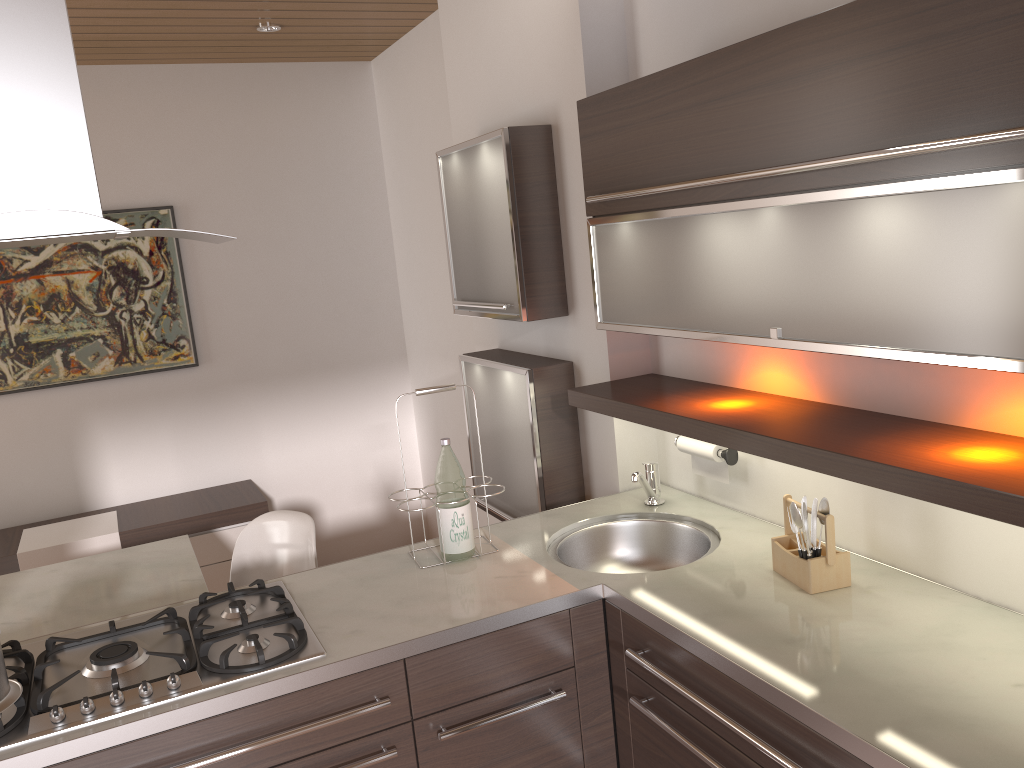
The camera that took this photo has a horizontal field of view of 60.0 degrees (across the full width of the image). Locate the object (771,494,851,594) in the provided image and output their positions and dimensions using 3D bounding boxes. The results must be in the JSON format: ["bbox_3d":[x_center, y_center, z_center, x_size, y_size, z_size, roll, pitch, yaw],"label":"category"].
[{"bbox_3d":[0.659,0.348,1.966,0.100,0.170,0.173,-8,10,-12],"label":"object"}]

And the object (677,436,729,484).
[{"bbox_3d":[0.528,0.210,2.464,0.053,0.119,0.165,-10,10,-24],"label":"object"}]

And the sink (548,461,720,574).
[{"bbox_3d":[0.311,0.425,2.354,0.450,0.347,0.494,-9,10,-18],"label":"sink"}]

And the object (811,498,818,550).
[{"bbox_3d":[0.655,0.341,1.925,0.020,0.196,0.017,-6,10,-1],"label":"object"}]

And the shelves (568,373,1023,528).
[{"bbox_3d":[0.700,0.114,1.866,0.313,0.050,1.850,-10,10,-24],"label":"shelves"}]

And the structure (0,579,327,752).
[{"bbox_3d":[-0.848,0.580,1.894,0.797,0.047,0.494,-10,10,-24],"label":"structure"}]

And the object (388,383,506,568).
[{"bbox_3d":[-0.180,0.228,2.342,0.291,0.453,0.210,-9,10,-19],"label":"object"}]

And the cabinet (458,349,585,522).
[{"bbox_3d":[0.015,0.204,3.166,0.194,0.600,0.598,-10,10,-24],"label":"cabinet"}]

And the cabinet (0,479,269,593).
[{"bbox_3d":[-1.996,0.958,4.117,1.740,0.608,0.540,-10,10,-24],"label":"cabinet"}]

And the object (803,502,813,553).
[{"bbox_3d":[0.639,0.345,1.910,0.023,0.196,0.018,-10,10,-22],"label":"object"}]

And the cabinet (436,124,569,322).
[{"bbox_3d":[-0.106,-0.520,3.000,0.172,0.600,0.619,-13,12,-38],"label":"cabinet"}]

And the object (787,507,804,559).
[{"bbox_3d":[0.628,0.352,1.934,0.044,0.178,0.019,2,13,40],"label":"object"}]

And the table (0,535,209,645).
[{"bbox_3d":[-1.286,1.051,2.683,0.800,0.758,1.100,-10,10,-24],"label":"table"}]

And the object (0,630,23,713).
[{"bbox_3d":[-1.061,0.491,1.654,0.221,0.251,0.221,-12,11,-31],"label":"object"}]

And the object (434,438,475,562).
[{"bbox_3d":[-0.155,0.297,2.303,0.091,0.319,0.091,-4,10,11],"label":"object"}]

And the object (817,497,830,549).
[{"bbox_3d":[0.669,0.338,1.916,0.042,0.192,0.040,-2,10,23],"label":"object"}]

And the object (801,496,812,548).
[{"bbox_3d":[0.646,0.341,1.932,0.018,0.196,0.022,-10,10,-22],"label":"object"}]

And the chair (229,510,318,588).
[{"bbox_3d":[-0.893,0.920,2.952,0.491,0.847,0.608,1,12,35],"label":"chair"}]

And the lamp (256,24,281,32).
[{"bbox_3d":[-1.043,-1.546,3.793,0.102,0.055,0.102,-7,10,-7],"label":"lamp"}]

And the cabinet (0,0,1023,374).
[{"bbox_3d":[-0.147,-0.474,1.455,2.058,1.032,1.399,-9,10,-20],"label":"cabinet"}]

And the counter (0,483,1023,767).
[{"bbox_3d":[-0.104,0.603,1.546,2.150,0.036,1.850,-10,10,-24],"label":"counter"}]

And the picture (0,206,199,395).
[{"bbox_3d":[-2.201,-0.381,4.166,1.277,0.801,0.018,-10,10,-24],"label":"picture"}]

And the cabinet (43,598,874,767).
[{"bbox_3d":[-0.058,1.048,1.621,2.150,0.870,1.850,-10,10,-24],"label":"cabinet"}]

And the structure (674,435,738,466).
[{"bbox_3d":[0.554,0.175,2.455,0.087,0.049,0.237,-10,10,-24],"label":"structure"}]

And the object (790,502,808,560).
[{"bbox_3d":[0.622,0.345,1.905,0.042,0.192,0.040,-2,10,22],"label":"object"}]
